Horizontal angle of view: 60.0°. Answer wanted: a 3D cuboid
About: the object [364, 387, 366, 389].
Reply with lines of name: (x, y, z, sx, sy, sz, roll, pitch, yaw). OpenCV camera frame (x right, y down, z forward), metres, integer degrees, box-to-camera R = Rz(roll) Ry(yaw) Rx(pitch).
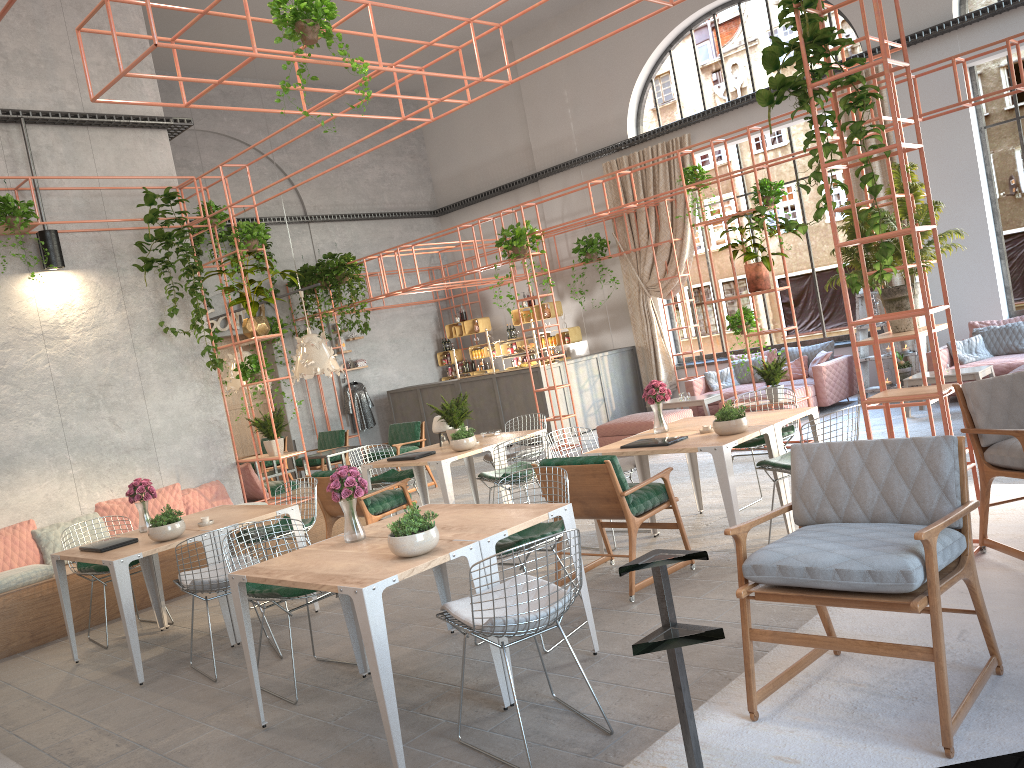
object: (-2.838, 0.095, 17.189, 0.033, 0.146, 0.070, -10, 3, 16)

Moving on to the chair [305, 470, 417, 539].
chair: (-1.298, 1.165, 7.910, 0.722, 0.917, 0.685, -8, 4, 45)

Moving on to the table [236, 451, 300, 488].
table: (-3.408, 1.414, 12.469, 0.602, 0.798, 0.635, -8, 4, 45)

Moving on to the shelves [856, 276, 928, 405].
shelves: (5.159, -0.610, 12.081, 0.842, 1.618, 0.856, -8, 4, 45)

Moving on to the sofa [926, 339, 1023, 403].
sofa: (5.944, -0.190, 10.174, 2.219, 0.672, 1.960, -8, 4, 45)

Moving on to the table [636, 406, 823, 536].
table: (1.724, 0.692, 6.901, 1.214, 0.830, 0.694, -8, 4, 45)

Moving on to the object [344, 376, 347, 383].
object: (-3.167, -0.085, 16.876, 0.093, 0.121, 0.049, -13, 4, -43)

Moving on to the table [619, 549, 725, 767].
table: (0.534, 0.954, 2.494, 0.602, 0.798, 0.635, -8, 4, 45)

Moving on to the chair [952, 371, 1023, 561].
chair: (2.722, 0.389, 4.332, 0.722, 0.914, 0.685, -11, 3, -5)

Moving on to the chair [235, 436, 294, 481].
chair: (-4.003, 1.365, 14.352, 0.722, 0.930, 0.685, -8, 4, 45)

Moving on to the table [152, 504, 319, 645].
table: (-2.184, 1.427, 6.852, 1.214, 0.830, 0.694, -8, 4, 45)

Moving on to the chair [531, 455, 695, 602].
chair: (0.669, 0.887, 5.959, 0.722, 0.917, 0.685, -8, 4, 45)

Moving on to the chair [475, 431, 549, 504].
chair: (0.049, 0.906, 7.855, 0.565, 0.941, 0.717, -12, 3, -29)

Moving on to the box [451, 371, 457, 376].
box: (-1.181, -0.220, 18.229, 0.122, 0.093, 0.058, -8, 4, 45)

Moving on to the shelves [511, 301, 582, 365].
shelves: (0.578, -0.556, 16.609, 1.750, 1.838, 0.328, -8, 4, 45)

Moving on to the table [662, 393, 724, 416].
table: (2.580, 0.433, 12.731, 0.916, 0.455, 0.520, -8, 4, 45)

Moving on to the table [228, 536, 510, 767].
table: (-0.738, 1.272, 4.429, 1.205, 0.830, 0.694, -8, 4, 45)

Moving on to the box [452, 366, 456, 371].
box: (-1.173, -0.318, 18.255, 0.058, 0.093, 0.122, -13, 3, -34)

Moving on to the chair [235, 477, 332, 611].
chair: (-1.861, 1.302, 7.219, 0.565, 0.941, 0.717, -8, 4, 41)

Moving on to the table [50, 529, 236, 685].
table: (-2.660, 1.542, 6.356, 1.205, 0.830, 0.694, -8, 4, 45)

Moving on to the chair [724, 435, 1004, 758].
chair: (1.283, 0.709, 3.263, 0.722, 0.929, 0.685, -8, 4, 45)

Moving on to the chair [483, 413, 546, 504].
chair: (0.078, 0.833, 9.217, 0.565, 0.941, 0.717, -8, 4, 41)

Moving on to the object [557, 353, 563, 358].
object: (0.868, -0.524, 16.366, 0.115, 0.107, 0.115, -13, 4, -39)

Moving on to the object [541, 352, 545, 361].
object: (0.560, -0.576, 16.718, 0.074, 0.287, 0.072, -11, 3, -13)

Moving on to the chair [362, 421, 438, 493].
chair: (-1.542, 1.019, 11.882, 0.722, 0.929, 0.685, -8, 4, 45)

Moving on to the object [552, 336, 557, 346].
object: (0.776, -0.788, 16.193, 0.069, 0.191, 0.069, -12, 3, -28)

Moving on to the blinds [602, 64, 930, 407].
blinds: (3.683, -1.975, 13.913, 0.414, 4.389, 4.957, -13, 4, -44)

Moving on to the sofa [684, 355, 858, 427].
sofa: (3.461, 0.159, 12.666, 2.219, 0.672, 1.960, -8, 4, 45)

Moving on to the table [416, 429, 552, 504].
table: (-0.246, 0.958, 8.850, 1.214, 0.830, 0.694, -8, 4, 45)

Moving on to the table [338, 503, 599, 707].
table: (-0.264, 1.157, 4.923, 1.214, 0.830, 0.694, -8, 4, 45)

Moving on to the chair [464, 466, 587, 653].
chair: (0.061, 1.032, 5.291, 0.565, 0.941, 0.717, -8, 4, 41)

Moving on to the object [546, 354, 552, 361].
object: (0.692, -0.491, 16.370, 0.115, 0.107, 0.115, -8, 4, 42)

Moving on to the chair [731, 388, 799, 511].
chair: (2.045, 0.555, 7.267, 0.565, 0.941, 0.717, -8, 4, 41)

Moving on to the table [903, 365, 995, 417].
table: (5.064, 0.088, 10.239, 0.916, 0.455, 0.520, -8, 4, 45)

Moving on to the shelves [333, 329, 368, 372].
shelves: (-3.074, -0.659, 16.957, 0.186, 0.790, 0.560, -8, 4, 45)

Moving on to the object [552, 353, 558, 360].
object: (0.783, -0.504, 16.278, 0.115, 0.107, 0.115, -10, 3, 11)

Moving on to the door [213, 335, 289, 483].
door: (-5.032, 0.537, 16.012, 0.551, 2.729, 1.360, -8, 4, 45)

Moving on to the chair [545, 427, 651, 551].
chair: (0.707, 0.813, 7.208, 0.565, 0.941, 0.717, -13, 4, -44)

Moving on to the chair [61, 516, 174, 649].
chair: (-3.199, 1.560, 7.160, 0.565, 0.941, 0.717, -13, 4, -44)

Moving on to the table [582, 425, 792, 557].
table: (1.249, 0.808, 6.405, 1.205, 0.830, 0.694, -8, 4, 45)

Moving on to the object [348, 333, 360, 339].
object: (-3.046, -0.935, 17.053, 0.013, 0.101, 0.263, -8, 4, 45)

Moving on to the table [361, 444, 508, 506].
table: (-0.721, 1.073, 8.354, 1.205, 0.830, 0.694, -8, 4, 45)

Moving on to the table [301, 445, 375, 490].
table: (-2.175, 1.241, 11.233, 0.602, 0.798, 0.635, -8, 4, 45)

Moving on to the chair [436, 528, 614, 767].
chair: (0.032, 1.105, 3.929, 0.565, 0.941, 0.717, -12, 3, -29)

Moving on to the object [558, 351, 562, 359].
object: (0.876, -0.533, 16.263, 0.073, 0.131, 0.073, -9, 4, 38)

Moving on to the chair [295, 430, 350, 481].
chair: (-2.786, 1.194, 13.130, 0.722, 0.930, 0.685, -8, 4, 45)

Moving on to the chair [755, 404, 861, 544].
chair: (2.017, 0.628, 5.905, 0.565, 0.941, 0.717, -12, 3, -29)

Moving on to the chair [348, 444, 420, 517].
chair: (-1.261, 1.091, 9.158, 0.565, 0.941, 0.717, -13, 4, -44)

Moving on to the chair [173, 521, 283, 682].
chair: (-1.889, 1.375, 5.857, 0.565, 0.941, 0.717, -12, 3, -29)

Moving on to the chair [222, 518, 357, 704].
chair: (-1.278, 1.290, 5.232, 0.565, 0.941, 0.717, -13, 4, -44)

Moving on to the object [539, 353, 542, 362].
object: (0.507, -0.560, 16.659, 0.065, 0.280, 0.065, -11, 3, -2)

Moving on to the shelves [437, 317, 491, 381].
shelves: (-0.770, -0.367, 17.962, 1.750, 1.838, 0.328, -8, 4, 45)
